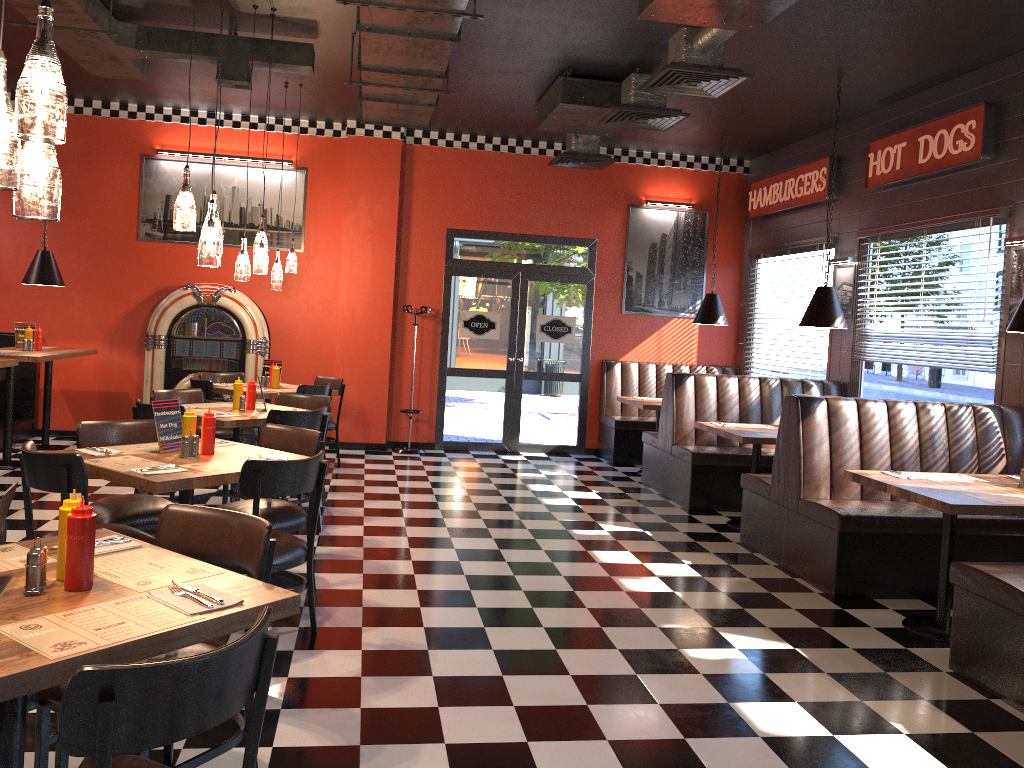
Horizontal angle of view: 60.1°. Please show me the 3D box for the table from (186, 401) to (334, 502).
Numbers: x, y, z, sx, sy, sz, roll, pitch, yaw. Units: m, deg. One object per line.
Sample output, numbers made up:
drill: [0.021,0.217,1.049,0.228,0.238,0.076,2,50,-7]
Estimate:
table: [-2.010,0.574,6.455,0.962,0.773,0.956,5,4,35]

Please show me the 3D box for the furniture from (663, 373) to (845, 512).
furniture: [2.325,0.525,8.027,1.708,1.153,0.707,3,2,-9]

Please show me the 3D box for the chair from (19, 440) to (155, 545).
chair: [-1.917,0.701,3.984,0.487,0.866,0.544,5,3,39]

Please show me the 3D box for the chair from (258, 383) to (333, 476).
chair: [-1.968,0.414,8.153,0.545,0.866,0.486,4,2,22]

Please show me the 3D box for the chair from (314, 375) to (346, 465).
chair: [-1.984,0.364,8.880,0.544,0.866,0.487,1,3,-45]

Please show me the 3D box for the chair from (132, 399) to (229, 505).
chair: [-2.276,0.543,6.008,0.487,0.866,0.544,4,2,30]

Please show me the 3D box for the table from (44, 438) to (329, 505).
table: [-1.607,0.741,4.353,0.962,0.773,0.956,5,4,35]

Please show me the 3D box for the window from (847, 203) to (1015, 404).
window: [3.417,-0.504,7.318,0.127,1.712,2.031,3,3,-10]

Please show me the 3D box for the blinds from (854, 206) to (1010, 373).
blinds: [3.358,-0.741,7.286,0.100,1.204,1.873,3,3,-10]

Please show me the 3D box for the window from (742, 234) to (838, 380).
window: [3.032,-0.687,9.675,0.127,1.712,2.031,3,3,-10]

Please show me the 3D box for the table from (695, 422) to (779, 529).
table: [2.444,0.780,7.189,1.691,0.773,0.958,3,3,-9]

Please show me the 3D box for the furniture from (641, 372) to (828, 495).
furniture: [2.211,0.471,8.723,1.708,1.153,0.707,3,2,-9]

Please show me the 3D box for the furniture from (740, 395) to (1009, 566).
furniture: [2.596,0.654,6.367,1.708,1.153,0.707,3,2,-9]

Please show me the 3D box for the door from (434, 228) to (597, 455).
door: [0.056,-0.477,10.402,1.799,2.569,0.128,3,1,-9]

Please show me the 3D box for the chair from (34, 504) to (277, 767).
chair: [-1.027,0.844,2.639,0.487,0.866,0.544,4,2,30]

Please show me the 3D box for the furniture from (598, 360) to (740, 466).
furniture: [1.939,0.343,10.382,1.708,1.153,0.707,3,2,-9]

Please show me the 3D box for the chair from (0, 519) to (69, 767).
chair: [-1.621,0.817,2.527,0.545,0.866,0.486,4,2,30]

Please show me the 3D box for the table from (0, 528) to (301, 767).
table: [-1.243,0.907,2.222,0.958,0.773,0.960,5,4,35]

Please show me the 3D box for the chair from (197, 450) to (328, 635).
chair: [-1.176,0.736,4.101,0.545,0.866,0.486,5,2,33]

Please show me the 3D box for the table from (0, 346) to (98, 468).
table: [-4.564,0.183,8.385,0.695,0.998,1.695,3,3,-9]

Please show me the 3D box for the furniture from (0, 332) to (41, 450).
furniture: [-4.942,0.306,5.168,1.103,1.147,8.776,3,4,-9]

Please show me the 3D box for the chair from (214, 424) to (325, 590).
chair: [-1.336,0.679,4.797,0.487,0.866,0.544,5,2,36]

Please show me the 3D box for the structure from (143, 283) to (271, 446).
structure: [-3.287,-0.207,9.585,1.294,1.766,0.501,3,2,-9]

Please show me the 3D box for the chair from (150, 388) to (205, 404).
chair: [-2.436,0.486,6.704,0.545,0.866,0.486,4,2,28]

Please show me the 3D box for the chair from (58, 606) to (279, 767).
chair: [-0.811,0.910,1.844,0.545,0.866,0.486,4,2,30]

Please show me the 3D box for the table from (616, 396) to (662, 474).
table: [2.056,0.596,9.555,1.691,0.773,0.958,3,3,-9]

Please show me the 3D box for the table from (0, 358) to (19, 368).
table: [-4.218,0.347,6.273,0.695,0.998,1.695,3,3,-9]

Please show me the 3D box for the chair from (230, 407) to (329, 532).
chair: [-1.579,0.578,6.081,0.545,0.866,0.486,5,3,40]

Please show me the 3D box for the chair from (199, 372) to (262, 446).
chair: [-2.778,0.333,8.663,0.545,0.866,0.486,5,3,45]

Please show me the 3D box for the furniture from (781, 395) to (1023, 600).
furniture: [2.710,0.708,5.671,1.708,1.153,0.707,3,2,-9]

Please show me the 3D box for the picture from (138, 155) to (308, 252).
picture: [-3.190,-1.990,9.814,1.769,0.939,0.023,3,1,-9]

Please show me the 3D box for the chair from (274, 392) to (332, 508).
chair: [-1.695,0.521,6.821,0.487,0.866,0.545,4,2,14]

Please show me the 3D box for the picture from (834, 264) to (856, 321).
picture: [3.176,-0.868,8.481,0.012,0.536,0.352,3,2,-10]

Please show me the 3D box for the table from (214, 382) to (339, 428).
table: [-2.363,0.418,8.450,0.962,0.773,0.956,5,4,35]

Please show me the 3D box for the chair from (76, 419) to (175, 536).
chair: [-2.033,0.644,4.725,0.545,0.866,0.486,5,3,45]

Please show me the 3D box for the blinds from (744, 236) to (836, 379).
blinds: [2.959,-0.710,9.652,0.099,1.633,1.873,3,3,-10]

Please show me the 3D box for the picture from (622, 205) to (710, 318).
picture: [1.855,-1.468,10.662,1.023,1.300,0.016,3,1,-9]

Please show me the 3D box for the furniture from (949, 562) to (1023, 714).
furniture: [2.982,0.836,4.011,1.708,1.153,0.707,3,2,-9]

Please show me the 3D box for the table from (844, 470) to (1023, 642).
table: [2.827,0.961,4.847,1.691,0.773,0.958,3,3,-9]

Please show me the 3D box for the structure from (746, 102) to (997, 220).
structure: [3.753,-1.740,4.991,0.120,0.438,11.287,3,4,-10]

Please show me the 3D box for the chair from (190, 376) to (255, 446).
chair: [-2.667,0.380,8.068,0.544,0.866,0.487,2,2,-35]
